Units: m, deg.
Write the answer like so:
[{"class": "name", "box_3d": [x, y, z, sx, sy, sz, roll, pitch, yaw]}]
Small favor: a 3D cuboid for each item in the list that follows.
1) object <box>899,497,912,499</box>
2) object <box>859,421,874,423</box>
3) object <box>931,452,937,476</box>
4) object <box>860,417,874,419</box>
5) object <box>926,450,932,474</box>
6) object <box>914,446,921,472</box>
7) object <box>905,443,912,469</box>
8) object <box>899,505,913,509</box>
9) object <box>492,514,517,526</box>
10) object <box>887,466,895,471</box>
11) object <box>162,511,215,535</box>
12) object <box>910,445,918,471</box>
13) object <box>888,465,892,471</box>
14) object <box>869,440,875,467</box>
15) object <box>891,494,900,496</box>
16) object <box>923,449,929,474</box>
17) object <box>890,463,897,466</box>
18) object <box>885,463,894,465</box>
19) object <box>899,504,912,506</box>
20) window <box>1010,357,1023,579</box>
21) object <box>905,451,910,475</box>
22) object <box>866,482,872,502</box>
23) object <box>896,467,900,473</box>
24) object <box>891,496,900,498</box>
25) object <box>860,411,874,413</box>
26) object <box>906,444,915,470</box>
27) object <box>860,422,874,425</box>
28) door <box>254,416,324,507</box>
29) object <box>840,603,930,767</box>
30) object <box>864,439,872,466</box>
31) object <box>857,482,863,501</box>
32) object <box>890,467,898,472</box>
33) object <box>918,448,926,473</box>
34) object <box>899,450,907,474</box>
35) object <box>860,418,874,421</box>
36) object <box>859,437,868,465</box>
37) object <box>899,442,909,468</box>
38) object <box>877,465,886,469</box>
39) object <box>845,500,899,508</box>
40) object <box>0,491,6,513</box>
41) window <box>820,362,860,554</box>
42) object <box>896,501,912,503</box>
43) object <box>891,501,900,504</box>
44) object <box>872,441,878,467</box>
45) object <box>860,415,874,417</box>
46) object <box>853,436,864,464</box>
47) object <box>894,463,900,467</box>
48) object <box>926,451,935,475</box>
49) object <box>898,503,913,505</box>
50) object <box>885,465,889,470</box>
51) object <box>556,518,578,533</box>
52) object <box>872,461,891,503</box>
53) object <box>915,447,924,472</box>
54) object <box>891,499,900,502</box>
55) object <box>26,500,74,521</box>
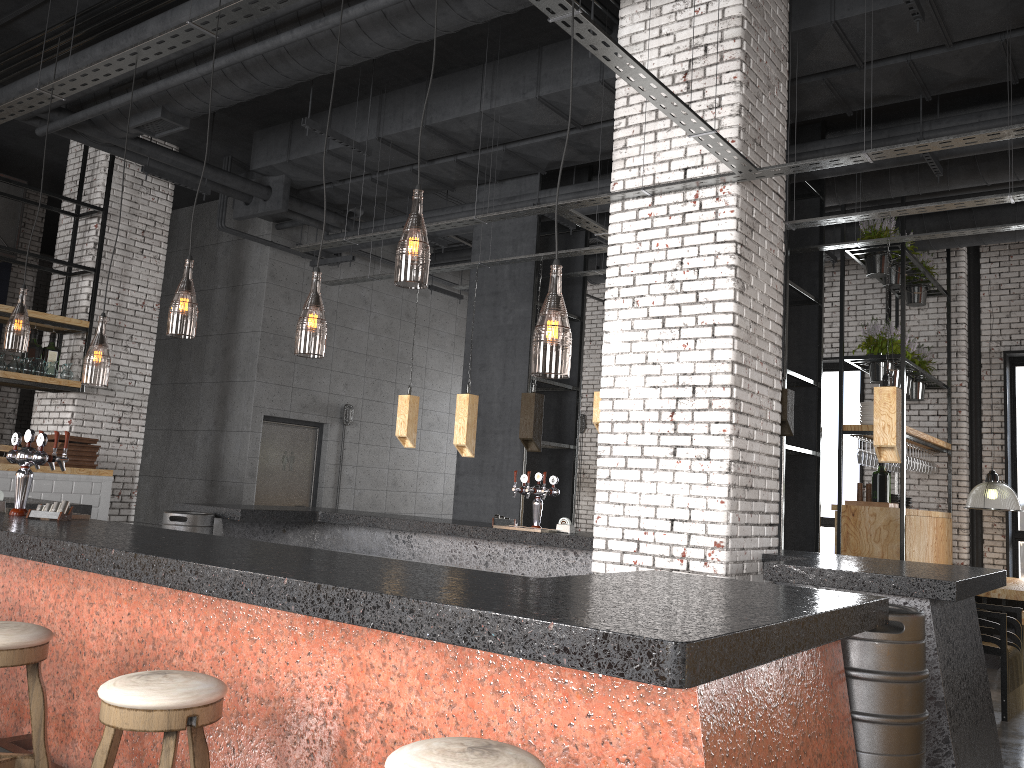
[{"class": "object", "box_3d": [4.042, 1.203, 9.316, 0.306, 0.040, 0.305, 1, -7, 19]}, {"class": "object", "box_3d": [3.651, 0.397, 8.858, 0.334, 0.046, 0.334, 2, -7, 17]}, {"class": "object", "box_3d": [4.827, 0.916, 10.176, 0.101, 0.268, 0.101, 7, -9, -22]}, {"class": "object", "box_3d": [3.655, 0.358, 8.862, 0.335, 0.040, 0.334, 4, -7, 0]}, {"class": "object", "box_3d": [4.654, 0.876, 9.941, 0.101, 0.268, 0.101, 7, -9, -22]}, {"class": "object", "box_3d": [4.325, 0.800, 9.495, 0.101, 0.268, 0.100, 6, -8, -17]}, {"class": "object", "box_3d": [4.079, 0.744, 9.162, 0.101, 0.268, 0.100, 6, -8, -17]}, {"class": "object", "box_3d": [4.037, 1.292, 9.302, 0.305, 0.035, 0.305, 6, -7, -16]}, {"class": "object", "box_3d": [-0.052, 1.020, 6.604, 0.177, 0.091, 0.090, 2, -8, 11]}, {"class": "object", "box_3d": [4.169, 0.823, 9.766, 0.101, 0.268, 0.100, 6, -8, -17]}, {"class": "object", "box_3d": [-2.521, 1.502, 6.769, 0.399, 1.038, 0.397, 6, -8, -18]}, {"class": "object", "box_3d": [4.247, 0.783, 9.390, 0.101, 0.268, 0.100, 6, -8, -17]}, {"class": "object", "box_3d": [4.094, 0.806, 9.664, 0.101, 0.268, 0.100, 6, -8, -17]}, {"class": "object", "box_3d": [3.675, 0.710, 9.096, 0.101, 0.268, 0.100, 6, -8, -17]}, {"class": "object", "box_3d": [3.822, 1.152, 9.048, 0.257, 0.076, 0.256, 6, -7, -16]}, {"class": "object", "box_3d": [4.567, 0.856, 9.824, 0.101, 0.268, 0.101, 7, -9, -22]}, {"class": "object", "box_3d": [3.733, 0.665, 8.693, 0.101, 0.268, 0.100, 6, -8, -17]}, {"class": "object", "box_3d": [3.652, 0.646, 8.583, 0.101, 0.268, 0.100, 6, -8, -17]}, {"class": "object", "box_3d": [4.038, 1.281, 9.303, 0.305, 0.041, 0.305, 9, -9, -36]}, {"class": "window", "box_3d": [6.143, 0.996, 10.183, 0.748, 2.706, 0.364, -2, -10, 36]}, {"class": "object", "box_3d": [4.596, 0.921, 10.344, 0.101, 0.268, 0.101, 7, -9, -22]}, {"class": "object", "box_3d": [3.597, 1.113, 8.936, 0.056, 0.249, 0.056, -1, -9, 29]}, {"class": "object", "box_3d": [4.337, 0.862, 9.993, 0.101, 0.268, 0.101, 7, -9, -22]}, {"class": "object", "box_3d": [3.819, 1.177, 9.044, 0.257, 0.072, 0.256, -1, -9, 36]}, {"class": "object", "box_3d": [3.658, 0.304, 8.870, 0.334, 0.039, 0.334, -3, -10, 44]}, {"class": "object", "box_3d": [4.166, 0.764, 9.279, 0.101, 0.268, 0.100, 6, -8, -17]}, {"class": "object", "box_3d": [3.651, 0.417, 8.855, 0.334, 0.033, 0.334, 6, -7, -15]}, {"class": "door", "box_3d": [-2.965, 1.496, 11.384, 0.158, 2.109, 1.117, -2, -10, 36]}, {"class": "object", "box_3d": [1.212, 1.289, 3.040, 0.399, 1.038, 0.397, 6, -8, -18]}, {"class": "object", "box_3d": [3.588, 0.690, 8.979, 0.101, 0.268, 0.100, 6, -8, -17]}, {"class": "object", "box_3d": [3.527, 1.114, 8.987, 0.056, 0.249, 0.056, -1, -9, 29]}, {"class": "object", "box_3d": [4.250, 0.842, 9.876, 0.101, 0.268, 0.100, 6, -8, -17]}, {"class": "object", "box_3d": [4.481, 0.836, 9.707, 0.101, 0.268, 0.100, 6, -8, -17]}, {"class": "object", "box_3d": [4.510, 0.901, 10.227, 0.101, 0.268, 0.101, 7, -9, -22]}, {"class": "object", "box_3d": [3.654, 0.378, 8.860, 0.335, 0.037, 0.334, 3, -7, 3]}, {"class": "object", "box_3d": [3.502, 0.671, 8.862, 0.101, 0.268, 0.100, 6, -8, -17]}, {"class": "object", "box_3d": [3.992, 0.724, 9.045, 0.101, 0.268, 0.100, 6, -8, -17]}, {"class": "object", "box_3d": [3.935, 0.770, 9.448, 0.101, 0.268, 0.100, 6, -8, -17]}, {"class": "object", "box_3d": [3.560, 1.194, 8.775, 0.411, 0.050, 0.410, -1, -9, 35]}, {"class": "object", "box_3d": [-2.875, 0.583, 4.564, 0.766, 0.106, 0.200, -1, -9, 36]}, {"class": "window", "box_3d": [4.223, 1.043, 11.587, 0.748, 2.706, 0.364, -2, -10, 36]}, {"class": "object", "box_3d": [4.040, 1.243, 9.309, 0.305, 0.042, 0.305, 4, -7, -6]}, {"class": "object", "box_3d": [3.816, 1.229, 9.035, 0.257, 0.068, 0.256, -3, -10, 44]}, {"class": "object", "box_3d": [3.761, 0.730, 9.214, 0.101, 0.268, 0.100, 6, -8, -17]}, {"class": "object", "box_3d": [3.656, 0.339, 8.866, 0.334, 0.039, 0.334, 3, -7, 3]}, {"class": "object", "box_3d": [3.421, 0.652, 8.752, 0.101, 0.268, 0.100, 6, -8, -17]}, {"class": "object", "box_3d": [3.819, 0.685, 8.810, 0.101, 0.268, 0.100, 6, -8, -17]}, {"class": "object", "box_3d": [4.741, 0.896, 10.059, 0.101, 0.268, 0.101, 7, -9, -22]}, {"class": "object", "box_3d": [4.039, 1.266, 9.305, 0.305, 0.044, 0.305, -2, -9, 37]}, {"class": "object", "box_3d": [4.017, 0.788, 9.559, 0.101, 0.268, 0.100, 6, -8, -17]}, {"class": "object", "box_3d": [0.666, 1.008, 6.185, 0.766, 0.106, 0.200, -1, -9, 36]}, {"class": "object", "box_3d": [3.605, 0.909, 8.655, 0.156, 0.555, 0.106, -2, -10, 35]}, {"class": "object", "box_3d": [4.400, 0.818, 9.597, 0.101, 0.268, 0.100, 6, -8, -17]}, {"class": "object", "box_3d": [3.817, 1.206, 9.039, 0.257, 0.076, 0.256, -1, -9, 36]}, {"class": "object", "box_3d": [-2.158, 0.586, 4.144, 0.177, 0.091, 0.090, 2, -8, 11]}]
